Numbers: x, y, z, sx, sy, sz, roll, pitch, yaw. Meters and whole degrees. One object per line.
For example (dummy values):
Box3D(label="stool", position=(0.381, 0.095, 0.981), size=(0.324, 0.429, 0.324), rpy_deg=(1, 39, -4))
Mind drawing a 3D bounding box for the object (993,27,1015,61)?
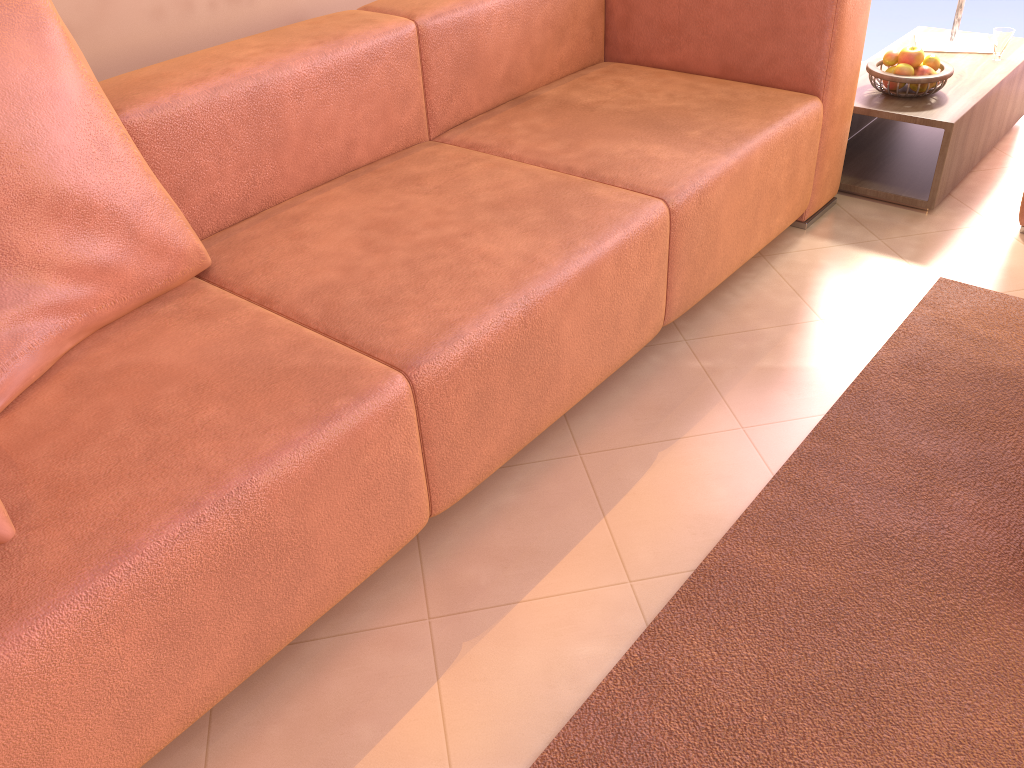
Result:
Box3D(label="object", position=(1.520, -1.055, 2.759), size=(0.061, 0.091, 0.061), rpy_deg=(-8, 36, -7))

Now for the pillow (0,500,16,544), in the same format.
Box3D(label="pillow", position=(-0.903, -0.019, 1.032), size=(0.554, 0.486, 0.335), rpy_deg=(21, 42, 30))

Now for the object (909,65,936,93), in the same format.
Box3D(label="object", position=(1.167, -0.869, 2.526), size=(0.072, 0.076, 0.074), rpy_deg=(-29, 42, -31))

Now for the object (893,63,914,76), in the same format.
Box3D(label="object", position=(1.109, -0.883, 2.511), size=(0.055, 0.047, 0.045), rpy_deg=(7, 37, 15))

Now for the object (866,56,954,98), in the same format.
Box3D(label="object", position=(1.149, -0.887, 2.576), size=(0.235, 0.071, 0.235), rpy_deg=(17, 41, 27))

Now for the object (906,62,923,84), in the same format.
Box3D(label="object", position=(1.163, -0.912, 2.587), size=(0.076, 0.065, 0.077), rpy_deg=(-28, 42, -29))

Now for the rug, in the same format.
Box3D(label="rug", position=(1.514, 0.609, 0.968), size=(2.626, 0.005, 1.833), rpy_deg=(23, 44, 33))

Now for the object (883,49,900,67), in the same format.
Box3D(label="object", position=(1.097, -0.941, 2.560), size=(0.047, 0.046, 0.054), rpy_deg=(13, 39, 22))

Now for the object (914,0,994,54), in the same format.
Box3D(label="object", position=(1.446, -1.461, 2.723), size=(0.344, 0.799, 0.344), rpy_deg=(8, 37, 16))

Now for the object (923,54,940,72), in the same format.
Box3D(label="object", position=(1.199, -0.916, 2.534), size=(0.051, 0.053, 0.045), rpy_deg=(-19, 38, -20))

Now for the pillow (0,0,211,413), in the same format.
Box3D(label="pillow", position=(-0.808, -0.299, 1.344), size=(0.302, 0.528, 0.582), rpy_deg=(11, 38, 20))

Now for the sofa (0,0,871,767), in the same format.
Box3D(label="sofa", position=(-0.263, -0.316, 1.849), size=(0.943, 0.672, 2.781), rpy_deg=(23, 44, 33))

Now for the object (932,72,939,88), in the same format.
Box3D(label="object", position=(1.212, -0.881, 2.566), size=(0.046, 0.046, 0.055), rpy_deg=(8, 37, 16))

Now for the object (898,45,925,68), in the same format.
Box3D(label="object", position=(1.136, -0.928, 2.525), size=(0.069, 0.061, 0.068), rpy_deg=(-2, 36, 2))

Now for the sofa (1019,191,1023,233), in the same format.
Box3D(label="sofa", position=(2.686, -0.444, 1.760), size=(2.781, 0.672, 0.943), rpy_deg=(23, 44, 33))

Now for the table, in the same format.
Box3D(label="table", position=(1.319, -0.875, 2.835), size=(0.412, 0.268, 0.918), rpy_deg=(23, 44, 33))
